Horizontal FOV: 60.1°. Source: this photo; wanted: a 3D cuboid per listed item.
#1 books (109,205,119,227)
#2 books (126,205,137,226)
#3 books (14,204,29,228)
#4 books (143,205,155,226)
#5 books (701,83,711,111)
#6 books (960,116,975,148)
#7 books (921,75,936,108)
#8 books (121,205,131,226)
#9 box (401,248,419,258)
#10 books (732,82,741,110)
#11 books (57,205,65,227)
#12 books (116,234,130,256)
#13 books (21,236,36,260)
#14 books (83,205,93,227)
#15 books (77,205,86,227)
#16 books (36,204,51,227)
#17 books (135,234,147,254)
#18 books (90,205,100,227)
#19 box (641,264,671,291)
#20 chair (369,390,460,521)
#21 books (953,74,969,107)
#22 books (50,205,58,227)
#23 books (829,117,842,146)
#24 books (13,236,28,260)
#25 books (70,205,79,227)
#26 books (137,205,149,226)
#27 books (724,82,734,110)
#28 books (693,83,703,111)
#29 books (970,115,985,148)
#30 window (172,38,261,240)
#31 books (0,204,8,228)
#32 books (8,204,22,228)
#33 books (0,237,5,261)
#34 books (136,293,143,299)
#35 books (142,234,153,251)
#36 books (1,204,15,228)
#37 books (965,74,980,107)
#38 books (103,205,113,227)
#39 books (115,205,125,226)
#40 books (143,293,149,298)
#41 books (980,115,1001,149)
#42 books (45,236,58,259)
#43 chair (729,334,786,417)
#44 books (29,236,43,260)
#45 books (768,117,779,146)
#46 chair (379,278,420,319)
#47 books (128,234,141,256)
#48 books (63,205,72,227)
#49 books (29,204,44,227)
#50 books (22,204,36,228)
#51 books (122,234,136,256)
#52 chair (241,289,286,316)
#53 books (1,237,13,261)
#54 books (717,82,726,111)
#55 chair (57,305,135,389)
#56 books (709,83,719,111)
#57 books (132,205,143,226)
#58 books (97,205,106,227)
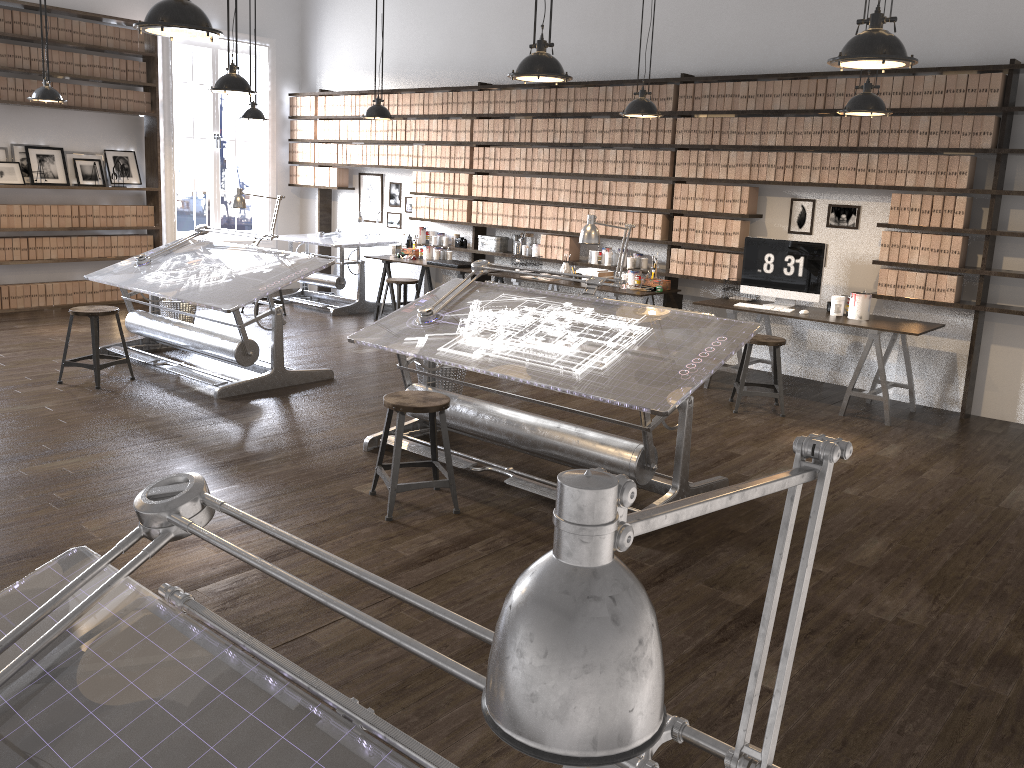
[{"bbox_3d":[-4.344,-1.827,9.626,0.175,0.224,0.067,12,14,39],"label":"books"},{"bbox_3d":[-4.218,-1.856,9.775,0.175,0.224,0.067,12,14,39],"label":"books"},{"bbox_3d":[-4.943,-1.693,8.930,0.175,0.224,0.067,12,14,39],"label":"books"},{"bbox_3d":[-4.085,-1.886,9.929,0.175,0.224,0.067,12,14,39],"label":"books"},{"bbox_3d":[1.650,-2.378,7.366,0.067,0.223,0.175,11,14,39],"label":"books"},{"bbox_3d":[3.174,-1.738,6.137,0.067,0.224,0.175,11,14,39],"label":"books"},{"bbox_3d":[2.971,-2.061,6.270,0.067,0.223,0.175,11,14,39],"label":"books"},{"bbox_3d":[-4.263,-1.847,9.726,0.175,0.223,0.067,12,14,39],"label":"books"},{"bbox_3d":[-1.070,-1.407,9.494,0.213,0.082,0.138,13,16,39],"label":"box"},{"bbox_3d":[1.862,-2.328,7.193,0.067,0.223,0.175,11,14,39],"label":"books"},{"bbox_3d":[-4.712,-1.744,9.197,0.175,0.224,0.067,12,14,39],"label":"books"},{"bbox_3d":[-4.294,-1.530,9.766,0.175,0.223,0.067,12,14,39],"label":"books"},{"bbox_3d":[-4.926,-1.386,9.024,0.175,0.224,0.067,12,14,39],"label":"books"},{"bbox_3d":[-4.531,-1.788,9.419,0.175,0.223,0.067,12,14,39],"label":"books"},{"bbox_3d":[-4.575,-1.776,9.358,0.175,0.224,0.067,12,14,39],"label":"books"},{"bbox_3d":[-4.809,-1.724,9.090,0.175,0.223,0.067,12,14,39],"label":"books"},{"bbox_3d":[-4.163,-1.560,9.922,0.175,0.223,0.067,12,14,39],"label":"books"},{"bbox_3d":[-4.481,-1.797,9.469,0.175,0.223,0.067,12,14,39],"label":"books"},{"bbox_3d":[1.235,-0.914,7.572,0.213,0.205,0.138,13,15,39],"label":"box"},{"bbox_3d":[-0.456,0.323,4.179,0.358,0.523,0.375,-2,12,-21],"label":"chair"},{"bbox_3d":[3.130,-2.023,6.140,0.067,0.223,0.175,11,14,39],"label":"books"},{"bbox_3d":[-4.759,-1.734,9.142,0.175,0.223,0.067,12,14,39],"label":"books"},{"bbox_3d":[2.479,-1.907,6.719,0.067,0.223,0.175,11,14,39],"label":"books"},{"bbox_3d":[-4.979,-1.376,8.971,0.175,0.223,0.067,12,14,39],"label":"books"},{"bbox_3d":[-4.627,-1.766,9.306,0.175,0.223,0.067,12,14,39],"label":"books"},{"bbox_3d":[-4.132,-1.878,9.884,0.175,0.223,0.067,12,14,39],"label":"books"},{"bbox_3d":[1.808,-2.340,7.232,0.067,0.224,0.175,11,14,39],"label":"books"},{"bbox_3d":[1.599,-2.392,7.414,0.067,0.223,0.175,11,14,39],"label":"books"},{"bbox_3d":[3.228,-1.727,6.098,0.067,0.223,0.175,11,14,39],"label":"books"},{"bbox_3d":[-3.481,-2.828,10.397,0.154,2.288,1.250,11,14,39],"label":"window"},{"bbox_3d":[-5.073,-1.663,8.777,0.175,0.224,0.067,12,14,39],"label":"books"},{"bbox_3d":[-4.991,-1.683,8.877,0.175,0.223,0.067,12,14,39],"label":"books"},{"bbox_3d":[-5.116,-1.345,8.810,0.175,0.223,0.067,12,14,39],"label":"books"},{"bbox_3d":[-4.225,-1.080,9.953,0.175,0.224,0.067,12,14,39],"label":"books"},{"bbox_3d":[-4.114,-1.570,9.972,0.175,0.223,0.067,12,14,39],"label":"books"},{"bbox_3d":[-5.033,-1.674,8.830,0.175,0.223,0.067,12,14,39],"label":"books"},{"bbox_3d":[3.188,-2.009,6.093,0.067,0.223,0.175,11,14,39],"label":"books"},{"bbox_3d":[-4.393,-1.819,9.579,0.175,0.223,0.067,12,14,39],"label":"books"},{"bbox_3d":[-4.305,-1.838,9.679,0.175,0.223,0.067,12,14,39],"label":"books"},{"bbox_3d":[-4.181,-1.092,10.012,0.175,0.223,0.067,12,14,39],"label":"books"},{"bbox_3d":[3.274,-1.715,6.058,0.067,0.223,0.175,11,14,39],"label":"books"},{"bbox_3d":[-4.790,-1.418,9.186,0.175,0.223,0.067,12,14,39],"label":"books"},{"bbox_3d":[1.765,-0.069,6.306,0.358,0.523,0.375,4,11,8],"label":"chair"},{"bbox_3d":[-4.882,-1.398,9.084,0.175,0.223,0.067,12,14,39],"label":"books"},{"bbox_3d":[2.105,-1.996,7.028,0.067,0.223,0.175,11,14,39],"label":"books"},{"bbox_3d":[-1.087,-0.769,8.729,0.359,0.523,0.374,-7,15,-41],"label":"chair"},{"bbox_3d":[-4.208,-1.550,9.868,0.175,0.223,0.067,12,14,39],"label":"books"},{"bbox_3d":[-4.675,-1.754,9.247,0.175,0.223,0.067,12,14,39],"label":"books"},{"bbox_3d":[-4.857,-1.714,9.040,0.175,0.223,0.067,12,14,39],"label":"books"},{"bbox_3d":[-4.900,-1.704,8.986,0.175,0.223,0.067,12,14,39],"label":"books"},{"bbox_3d":[-4.248,-1.539,9.813,0.175,0.224,0.067,12,14,39],"label":"books"},{"bbox_3d":[-2.629,-0.992,9.375,0.359,0.523,0.374,-7,15,-41],"label":"chair"},{"bbox_3d":[-5.070,-1.355,8.864,0.175,0.223,0.067,12,14,39],"label":"books"},{"bbox_3d":[1.760,-2.353,7.279,0.067,0.223,0.175,11,14,39],"label":"books"},{"bbox_3d":[-2.919,-0.267,6.214,0.359,0.523,0.375,6,12,18],"label":"chair"},{"bbox_3d":[1.707,-2.366,7.324,0.067,0.223,0.175,11,14,39],"label":"books"},{"bbox_3d":[-4.176,-1.867,9.830,0.175,0.223,0.067,12,14,39],"label":"books"},{"bbox_3d":[-4.439,-1.808,9.525,0.175,0.223,0.067,12,14,39],"label":"books"}]
